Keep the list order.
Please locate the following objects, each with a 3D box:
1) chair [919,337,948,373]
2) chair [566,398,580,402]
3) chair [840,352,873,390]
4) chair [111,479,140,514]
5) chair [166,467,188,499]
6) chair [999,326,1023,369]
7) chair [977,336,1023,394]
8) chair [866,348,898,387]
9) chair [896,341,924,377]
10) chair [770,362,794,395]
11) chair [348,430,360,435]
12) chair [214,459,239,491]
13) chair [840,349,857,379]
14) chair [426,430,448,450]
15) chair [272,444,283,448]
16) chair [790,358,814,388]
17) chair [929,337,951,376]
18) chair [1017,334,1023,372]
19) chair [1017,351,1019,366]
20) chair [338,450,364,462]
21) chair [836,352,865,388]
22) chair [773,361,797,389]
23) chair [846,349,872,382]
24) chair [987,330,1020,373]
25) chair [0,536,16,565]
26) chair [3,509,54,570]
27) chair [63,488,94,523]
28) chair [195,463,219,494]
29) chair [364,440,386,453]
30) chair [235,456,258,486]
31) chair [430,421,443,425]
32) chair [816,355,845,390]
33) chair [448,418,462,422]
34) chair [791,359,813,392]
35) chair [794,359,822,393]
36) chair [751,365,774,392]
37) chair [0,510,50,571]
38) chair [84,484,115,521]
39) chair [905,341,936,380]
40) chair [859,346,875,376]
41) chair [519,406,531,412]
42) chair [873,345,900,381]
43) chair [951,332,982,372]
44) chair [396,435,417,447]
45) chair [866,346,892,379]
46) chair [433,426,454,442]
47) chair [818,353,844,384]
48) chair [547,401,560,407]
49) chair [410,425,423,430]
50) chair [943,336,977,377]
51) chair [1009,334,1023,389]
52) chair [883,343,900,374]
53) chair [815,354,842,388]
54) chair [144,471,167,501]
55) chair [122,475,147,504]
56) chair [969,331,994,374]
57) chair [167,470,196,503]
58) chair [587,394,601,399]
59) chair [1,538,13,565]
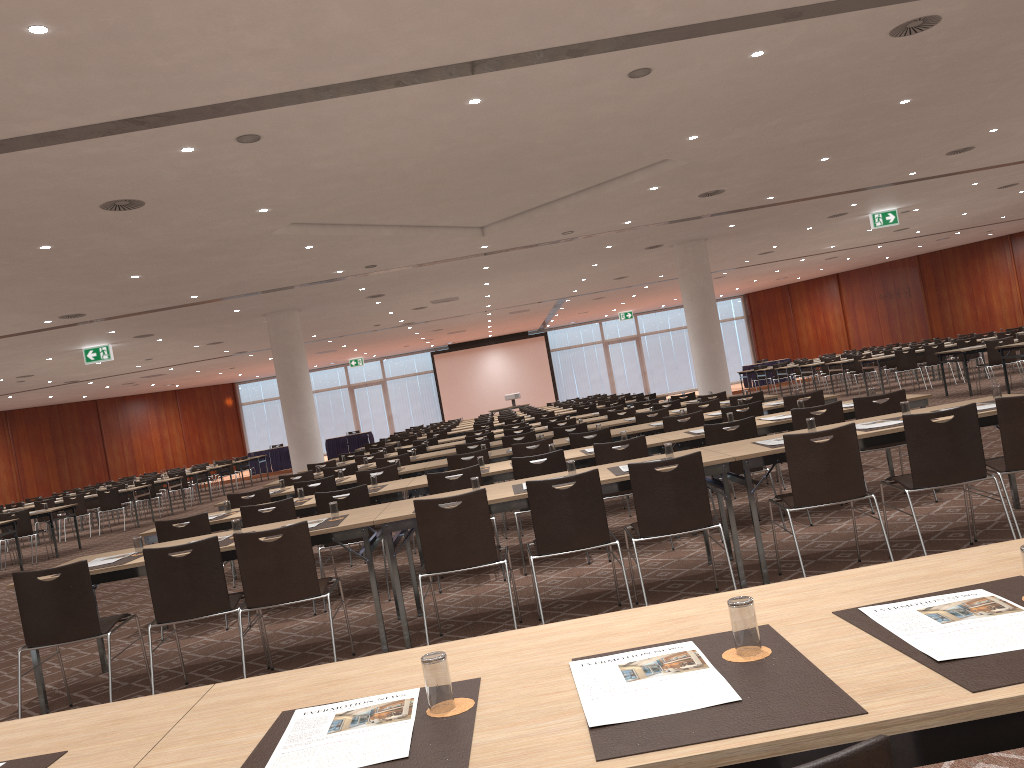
[{"bbox_3d":[11.832,-0.813,25.014,0.535,0.939,0.614,-10,0,0],"label":"chair"},{"bbox_3d":[2.044,0.935,28.940,0.535,0.939,0.614,-10,0,-2],"label":"chair"},{"bbox_3d":[8.896,-0.320,23.035,0.535,0.939,0.614,-10,0,-4],"label":"chair"},{"bbox_3d":[-10.778,3.133,24.637,0.535,0.939,0.614,-10,0,-4],"label":"chair"},{"bbox_3d":[-10.832,3.182,28.696,0.535,0.939,0.614,-10,0,-3],"label":"chair"},{"bbox_3d":[11.893,-0.863,21.015,0.535,0.939,0.614,-10,0,-2],"label":"chair"},{"bbox_3d":[8.507,-0.326,15.452,0.535,0.939,0.614,-10,0,-2],"label":"chair"},{"bbox_3d":[9.530,-0.431,22.967,0.535,0.939,0.614,-10,0,-3],"label":"chair"},{"bbox_3d":[11.217,-0.705,25.083,0.535,0.939,0.614,-10,0,-3],"label":"chair"},{"bbox_3d":[8.187,-0.157,27.022,0.535,0.939,0.613,-10,0,1],"label":"chair"},{"bbox_3d":[-5.873,2.230,33.163,0.535,0.939,0.614,-10,0,1],"label":"chair"},{"bbox_3d":[-9.271,2.909,28.668,0.535,0.939,0.614,-10,0,1],"label":"chair"},{"bbox_3d":[11.079,-0.641,29.081,0.535,0.939,0.614,-10,0,-4],"label":"chair"},{"bbox_3d":[-1.510,1.456,18.789,0.535,0.939,0.614,-10,0,-1],"label":"chair"},{"bbox_3d":[-8.728,2.729,33.105,0.535,0.939,0.614,-10,0,1],"label":"chair"},{"bbox_3d":[9.466,-0.359,29.107,0.535,0.939,0.614,-10,0,1],"label":"chair"},{"bbox_3d":[11.165,-0.716,23.000,0.535,0.939,0.613,-10,0,1],"label":"chair"},{"bbox_3d":[9.044,-0.419,15.537,0.535,0.939,0.614,-10,0,-3],"label":"chair"},{"bbox_3d":[11.222,-0.766,19.001,0.535,0.939,0.614,-10,0,-2],"label":"chair"},{"bbox_3d":[-2.677,1.626,15.299,0.535,0.939,0.614,-10,0,-2],"label":"chair"},{"bbox_3d":[9.498,-0.405,25.048,0.535,0.939,0.614,-10,0,-4],"label":"chair"},{"bbox_3d":[8.890,-0.260,29.037,0.535,0.939,0.614,-10,0,-3],"label":"chair"},{"bbox_3d":[10.527,-0.565,27.069,0.535,0.939,0.614,-10,0,-3],"label":"chair"},{"bbox_3d":[10.656,-0.666,19.130,0.535,0.939,0.614,-10,0,-1],"label":"chair"},{"bbox_3d":[-8.987,2.727,15.171,0.535,0.939,0.614,-10,0,-1],"label":"chair"},{"bbox_3d":[-8.291,2.605,15.111,0.535,0.939,0.614,-10,0,-2],"label":"chair"},{"bbox_3d":[-12.110,3.366,24.669,0.535,0.939,0.614,-10,0,-4],"label":"chair"},{"bbox_3d":[-9.869,3.013,28.575,0.535,0.939,0.614,-10,0,-3],"label":"chair"},{"bbox_3d":[-2.810,1.683,18.797,0.535,0.939,0.614,-10,0,1],"label":"chair"},{"bbox_3d":[-8.630,2.797,28.600,0.535,0.939,0.614,-10,0,-1],"label":"chair"},{"bbox_3d":[-2.364,1.705,28.850,0.535,0.939,0.614,-10,0,0],"label":"chair"},{"bbox_3d":[8.913,-0.304,24.955,0.535,0.939,0.614,-10,0,0],"label":"chair"},{"bbox_3d":[-1.792,1.604,28.785,0.535,0.939,0.614,-10,0,-3],"label":"chair"},{"bbox_3d":[8.858,-0.273,27.095,0.535,0.939,0.614,-10,0,0],"label":"chair"},{"bbox_3d":[8.326,-0.200,25.083,0.535,0.939,0.614,-10,0,-2],"label":"chair"},{"bbox_3d":[8.135,-0.129,28.940,0.535,0.939,0.614,-10,0,1],"label":"chair"},{"bbox_3d":[-8.370,2.618,15.110,0.535,0.939,0.614,-10,0,-3],"label":"chair"},{"bbox_3d":[-11.479,3.254,24.541,0.535,0.939,0.613,-10,0,1],"label":"chair"},{"bbox_3d":[10.550,-0.608,23.069,0.535,0.939,0.614,-10,0,1],"label":"chair"},{"bbox_3d":[11.679,-0.747,29.012,0.535,0.939,0.614,-10,0,-2],"label":"chair"},{"bbox_3d":[0.523,1.201,28.909,0.535,0.939,0.614,-10,0,1],"label":"chair"},{"bbox_3d":[10.569,-0.591,25.129,0.535,0.939,0.614,-10,0,0],"label":"chair"},{"bbox_3d":[11.862,-0.837,23.155,0.535,0.939,0.614,-10,0,-3],"label":"chair"},{"bbox_3d":[-2.154,1.569,18.853,0.535,0.939,0.614,-10,0,-1],"label":"chair"},{"bbox_3d":[11.092,-0.664,27.000,0.535,0.939,0.614,-10,0,-2],"label":"chair"},{"bbox_3d":[-1.560,1.485,20.865,0.535,0.939,0.614,-10,0,0],"label":"chair"},{"bbox_3d":[10.372,-0.519,28.985,0.535,0.939,0.614,-10,0,-4],"label":"chair"},{"bbox_3d":[1.402,1.047,28.850,0.535,0.939,0.614,-10,0,-3],"label":"chair"},{"bbox_3d":[-2.998,1.815,28.795,0.535,0.939,0.614,-10,0,1],"label":"chair"},{"bbox_3d":[10.574,-0.633,20.988,0.535,0.939,0.614,-10,0,-2],"label":"chair"},{"bbox_3d":[9.110,-0.431,15.538,0.535,0.939,0.614,-10,0,-4],"label":"chair"},{"bbox_3d":[11.687,-0.767,27.152,0.535,0.939,0.614,-10,0,1],"label":"chair"},{"bbox_3d":[9.575,-0.399,26.969,0.535,0.939,0.614,-10,0,-3],"label":"chair"},{"bbox_3d":[-11.537,3.305,28.622,0.535,0.939,0.614,-10,0,-3],"label":"chair"},{"bbox_3d":[-12.189,3.418,28.528,0.535,0.939,0.614,-10,0,-3],"label":"chair"},{"bbox_3d":[11.255,-0.750,21.142,0.535,0.939,0.614,-10,0,0],"label":"chair"},{"bbox_3d":[-9.242,2.865,24.668,0.535,0.939,0.614,-10,0,1],"label":"chair"},{"bbox_3d":[2.736,0.814,28.877,0.535,0.939,0.614,-10,0,1],"label":"chair"},{"bbox_3d":[-9.036,2.735,15.170,0.535,0.939,0.614,-10,0,-4],"label":"chair"}]
